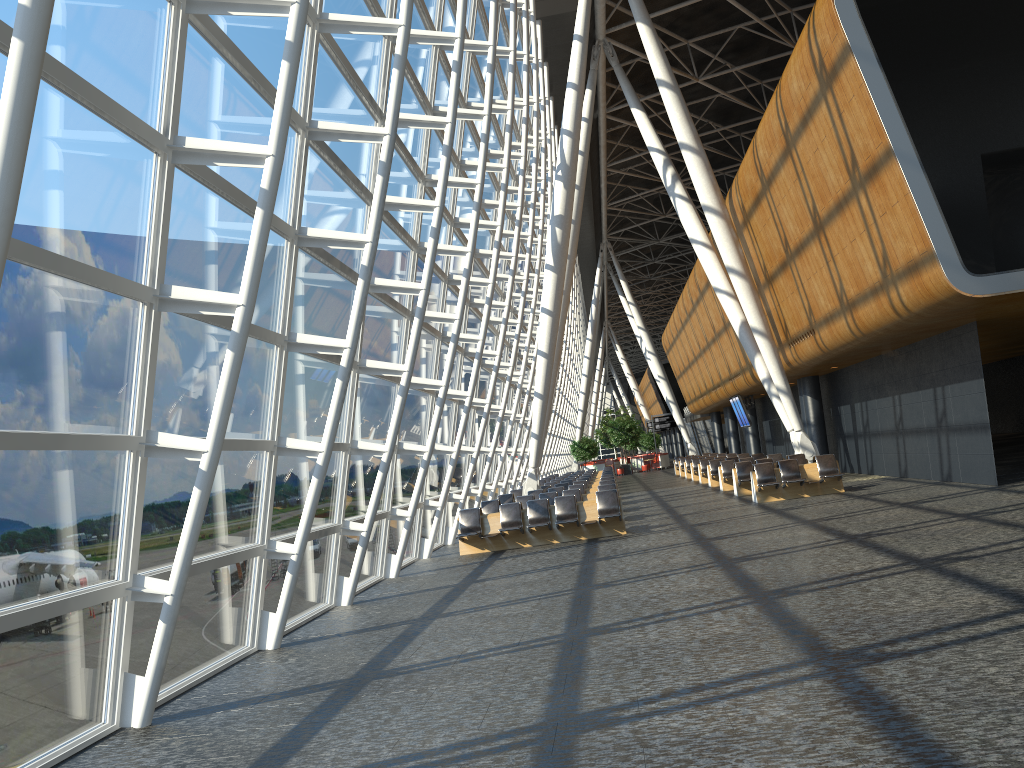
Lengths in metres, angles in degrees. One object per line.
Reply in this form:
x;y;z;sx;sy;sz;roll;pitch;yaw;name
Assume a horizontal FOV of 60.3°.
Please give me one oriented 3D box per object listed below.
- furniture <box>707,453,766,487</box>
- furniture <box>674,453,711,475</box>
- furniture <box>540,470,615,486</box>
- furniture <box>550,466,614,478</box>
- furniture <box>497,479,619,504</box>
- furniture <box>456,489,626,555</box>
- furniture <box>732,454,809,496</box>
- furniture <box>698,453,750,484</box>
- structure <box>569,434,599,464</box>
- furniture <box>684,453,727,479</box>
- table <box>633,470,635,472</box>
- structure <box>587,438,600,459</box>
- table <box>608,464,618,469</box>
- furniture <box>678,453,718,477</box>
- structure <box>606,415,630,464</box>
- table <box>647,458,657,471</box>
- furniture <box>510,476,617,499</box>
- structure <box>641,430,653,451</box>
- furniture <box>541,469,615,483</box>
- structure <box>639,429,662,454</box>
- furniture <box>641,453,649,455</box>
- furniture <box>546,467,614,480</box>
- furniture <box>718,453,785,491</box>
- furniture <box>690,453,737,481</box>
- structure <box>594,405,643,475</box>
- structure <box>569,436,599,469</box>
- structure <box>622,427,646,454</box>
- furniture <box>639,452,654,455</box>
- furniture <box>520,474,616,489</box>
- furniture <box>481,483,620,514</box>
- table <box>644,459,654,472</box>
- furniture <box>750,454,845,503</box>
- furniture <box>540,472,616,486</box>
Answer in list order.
7.385;2.815;28.876;1.899;0.869;1.661;-8;-4;6;furniture
9.021;3.961;43.779;1.899;0.869;1.661;-8;-4;6;furniture
2.528;4.080;35.231;3.256;0.869;1.661;-8;-4;6;furniture
3.510;4.768;44.173;3.256;0.869;1.661;-8;-4;6;furniture
1.219;3.164;23.309;3.256;0.869;1.661;-8;-4;6;furniture
0.564;2.705;17.348;3.256;0.869;1.661;-8;-4;6;furniture
6.730;2.357;22.914;1.899;0.869;1.661;-8;-4;6;furniture
7.712;3.045;31.856;1.899;0.869;1.661;-8;-4;6;furniture
4.857;4.845;58.535;1.909;2.970;1.875;-8;-1;-20;structure
8.366;3.503;37.817;1.899;0.869;1.661;-8;-4;6;furniture
8.483;5.724;61.474;0.797;0.750;0.802;-8;-2;-8;table
5.418;5.214;62.737;1.770;2.853;1.846;-7;-1;-36;structure
6.390;5.491;55.783;0.794;0.750;0.804;-7;-3;-23;table
8.694;3.732;40.798;1.899;0.869;1.661;-8;-4;6;furniture
9.151;4.927;74.525;3.113;4.536;5.715;-9;-3;28;structure
9.116;5.278;57.595;0.803;0.750;0.796;-9;-3;22;table
1.546;3.393;26.290;3.256;0.869;1.661;-8;-4;6;furniture
11.910;5.512;76.600;1.870;2.997;1.950;-7;-1;-36;structure
2.855;4.309;38.212;3.256;0.869;1.661;-8;-4;6;furniture
10.471;4.873;66.300;1.720;2.780;1.794;-7;-1;-36;structure
14.298;7.656;91.835;1.899;0.869;1.661;-8;-4;6;furniture
3.183;4.539;41.193;3.256;0.869;1.661;-8;-4;6;furniture
7.057;2.586;25.895;1.899;0.869;1.661;-8;-4;6;furniture
8.039;3.274;34.837;1.899;0.869;1.661;-8;-4;6;furniture
6.983;3.772;58.716;3.091;4.534;5.817;-8;-3;-2;structure
4.641;4.704;55.641;1.720;2.780;1.794;-7;-1;-36;structure
9.643;4.972;69.939;2.290;3.478;2.210;-8;-1;19;structure
14.625;7.885;94.816;1.899;0.869;1.661;-8;-4;6;furniture
1.873;3.622;29.270;3.256;0.869;1.661;-8;-4;6;furniture
0.892;2.934;20.328;3.256;0.869;1.661;-8;-4;6;furniture
8.825;5.179;56.090;0.803;0.750;0.796;-9;-3;22;table
6.403;2.128;19.934;1.899;0.869;1.661;-8;-4;6;furniture
2.201;3.851;32.251;3.256;0.869;1.661;-8;-4;6;furniture
